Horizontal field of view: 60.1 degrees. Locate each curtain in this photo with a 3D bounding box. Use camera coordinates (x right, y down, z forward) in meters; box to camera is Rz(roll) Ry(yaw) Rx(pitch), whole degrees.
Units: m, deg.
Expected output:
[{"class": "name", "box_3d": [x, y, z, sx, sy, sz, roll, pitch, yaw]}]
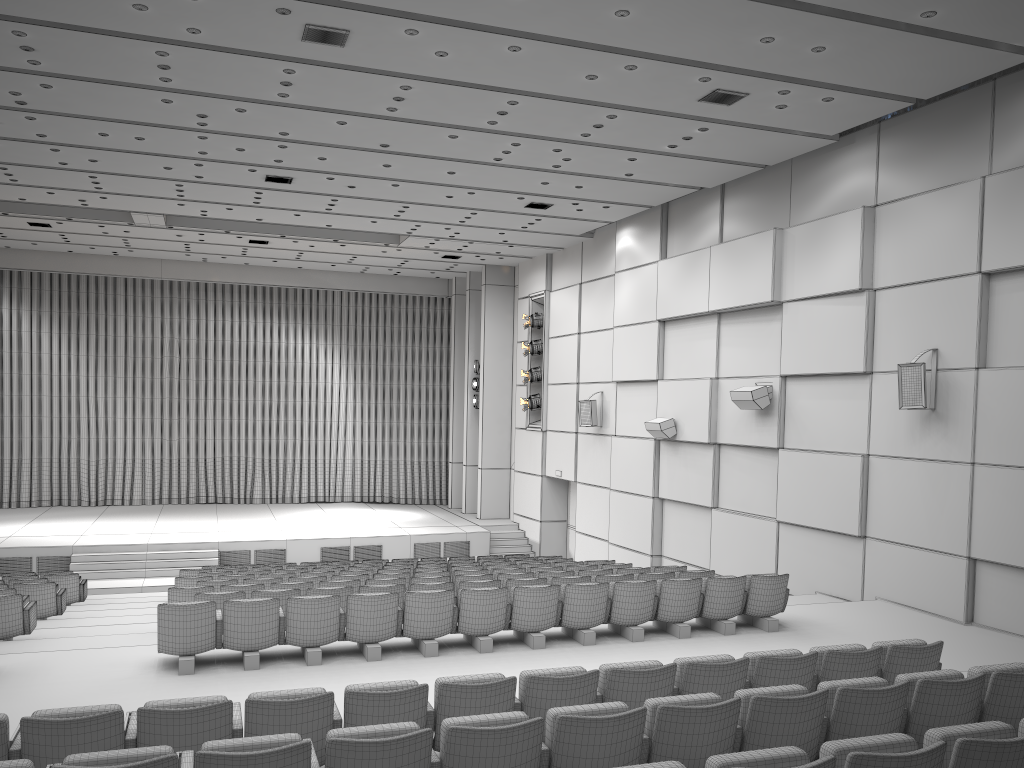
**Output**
[{"class": "curtain", "box_3d": [-9.500, 0.121, 24.216, 16.137, 6.534, 1.426, 2, 2, -19]}]

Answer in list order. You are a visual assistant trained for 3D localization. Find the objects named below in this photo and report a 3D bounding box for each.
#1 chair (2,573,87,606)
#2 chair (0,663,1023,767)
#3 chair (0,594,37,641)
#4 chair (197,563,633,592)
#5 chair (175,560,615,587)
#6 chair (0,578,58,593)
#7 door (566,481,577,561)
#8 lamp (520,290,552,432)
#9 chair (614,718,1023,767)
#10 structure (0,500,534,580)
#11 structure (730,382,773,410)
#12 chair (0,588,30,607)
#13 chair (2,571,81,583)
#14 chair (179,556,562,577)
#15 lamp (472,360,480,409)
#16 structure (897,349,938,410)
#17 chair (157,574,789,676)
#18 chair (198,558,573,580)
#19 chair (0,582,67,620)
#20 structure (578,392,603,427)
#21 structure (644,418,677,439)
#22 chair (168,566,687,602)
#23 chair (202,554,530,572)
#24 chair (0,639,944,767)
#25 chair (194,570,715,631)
[{"class": "chair", "box_3d": [-9.763, 3.117, 12.685, 6.603, 0.623, 0.611, 2, 0, -19]}, {"class": "chair", "box_3d": [-2.725, 1.828, 3.511, 13.755, 0.623, 0.611, 2, 0, -19]}, {"class": "chair", "box_3d": [-8.319, 2.438, 8.503, 6.603, 0.623, 0.611, 2, 0, -19]}, {"class": "chair", "box_3d": [-1.124, 2.840, 12.153, 6.052, 0.623, 0.611, 2, 0, -19]}, {"class": "chair", "box_3d": [-1.501, 3.009, 13.193, 6.603, 0.623, 0.611, 2, 0, -19]}, {"class": "chair", "box_3d": [-9.386, 2.947, 11.645, 6.052, 0.623, 0.611, 2, 0, -19]}, {"class": "door", "box_3d": [1.582, 3.290, 20.518, 0.085, 2.183, 1.695, 0, 1, -19]}, {"class": "lamp", "box_3d": [0.605, -0.535, 21.341, 0.755, 3.348, 1.019, 0, 2, -23]}, {"class": "chair", "box_3d": [-2.390, 1.657, 2.457, 13.205, 0.623, 0.611, 2, 0, -19]}, {"class": "structure", "box_3d": [-8.514, 3.757, 21.430, 17.826, 0.847, 8.304, 2, -2, -19]}, {"class": "structure", "box_3d": [3.661, 0.181, 13.453, 0.471, 0.418, 0.519, 1, 0, -23]}, {"class": "chair", "box_3d": [-8.664, 2.608, 9.554, 6.052, 0.623, 0.611, 2, 0, -19]}, {"class": "chair", "box_3d": [-10.076, 3.288, 13.754, 6.052, 0.623, 0.611, 2, 0, -19]}, {"class": "chair", "box_3d": [-2.223, 3.349, 15.284, 6.603, 0.623, 0.611, 2, 0, -19]}, {"class": "lamp", "box_3d": [-0.846, 0.013, 23.572, 0.437, 1.481, 0.384, 0, 3, -23]}, {"class": "structure", "box_3d": [4.849, -0.060, 10.593, 0.408, 0.746, 0.410, 2, 2, 28]}, {"class": "chair", "box_3d": [-0.057, 2.330, 9.011, 6.603, 0.623, 0.611, 2, 0, -19]}, {"class": "chair", "box_3d": [-1.845, 3.180, 14.244, 6.052, 0.623, 0.611, 2, 0, -19]}, {"class": "chair", "box_3d": [-9.041, 2.777, 10.594, 6.603, 0.623, 0.611, 2, 0, -19]}, {"class": "structure", "box_3d": [1.638, 0.522, 18.366, 0.408, 0.746, 0.410, 2, 2, 28]}, {"class": "structure", "box_3d": [2.703, 0.759, 15.825, 0.471, 0.418, 0.519, 1, 0, -22]}, {"class": "chair", "box_3d": [-0.779, 2.670, 11.102, 6.603, 0.623, 0.611, 2, 0, -19]}, {"class": "chair", "box_3d": [-2.536, 3.520, 16.353, 6.052, 0.623, 0.611, 2, 0, -19]}, {"class": "chair", "box_3d": [-3.112, 1.997, 4.548, 13.205, 0.623, 0.611, 2, 0, -19]}, {"class": "chair", "box_3d": [-0.402, 2.501, 10.062, 6.052, 0.623, 0.611, 2, 0, -19]}]
